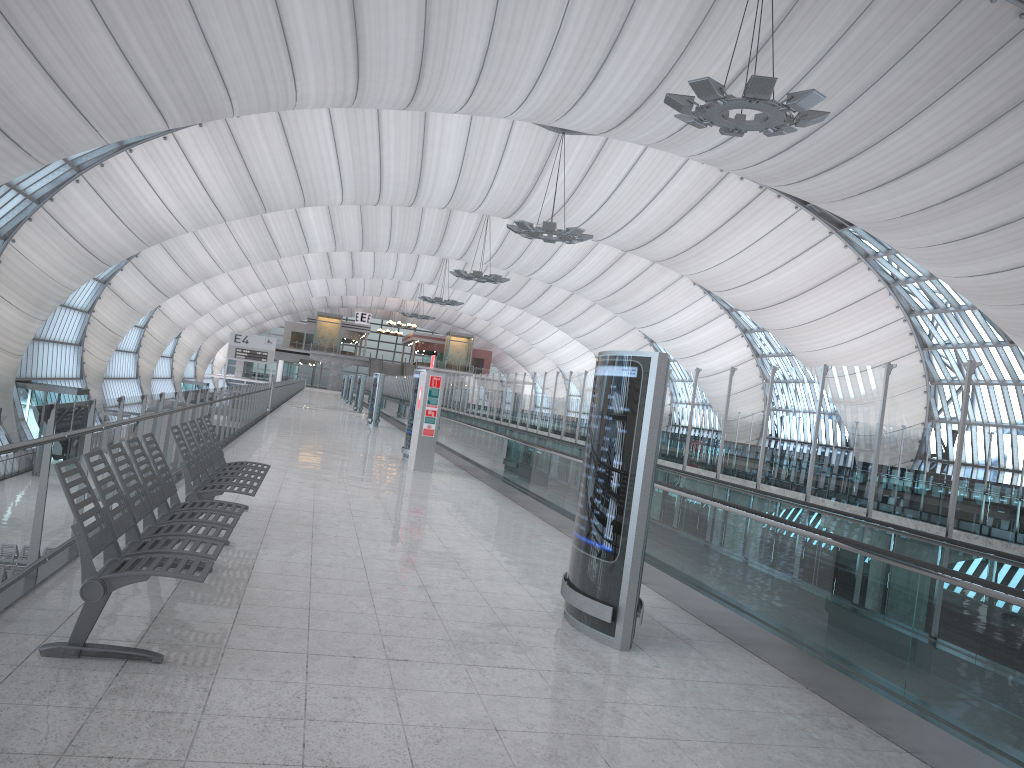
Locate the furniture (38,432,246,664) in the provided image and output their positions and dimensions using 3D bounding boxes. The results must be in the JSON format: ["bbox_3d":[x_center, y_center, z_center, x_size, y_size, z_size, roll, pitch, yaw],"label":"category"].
[{"bbox_3d":[-2.012,0.841,5.162,0.713,0.902,2.520,8,-1,-12],"label":"furniture"}]

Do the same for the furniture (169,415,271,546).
[{"bbox_3d":[-2.638,0.823,8.119,0.713,0.902,2.520,8,-1,-12],"label":"furniture"}]

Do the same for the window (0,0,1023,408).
[{"bbox_3d":[-6.722,-2.645,76.563,50.537,20.004,167.818,8,-1,-12],"label":"window"}]
